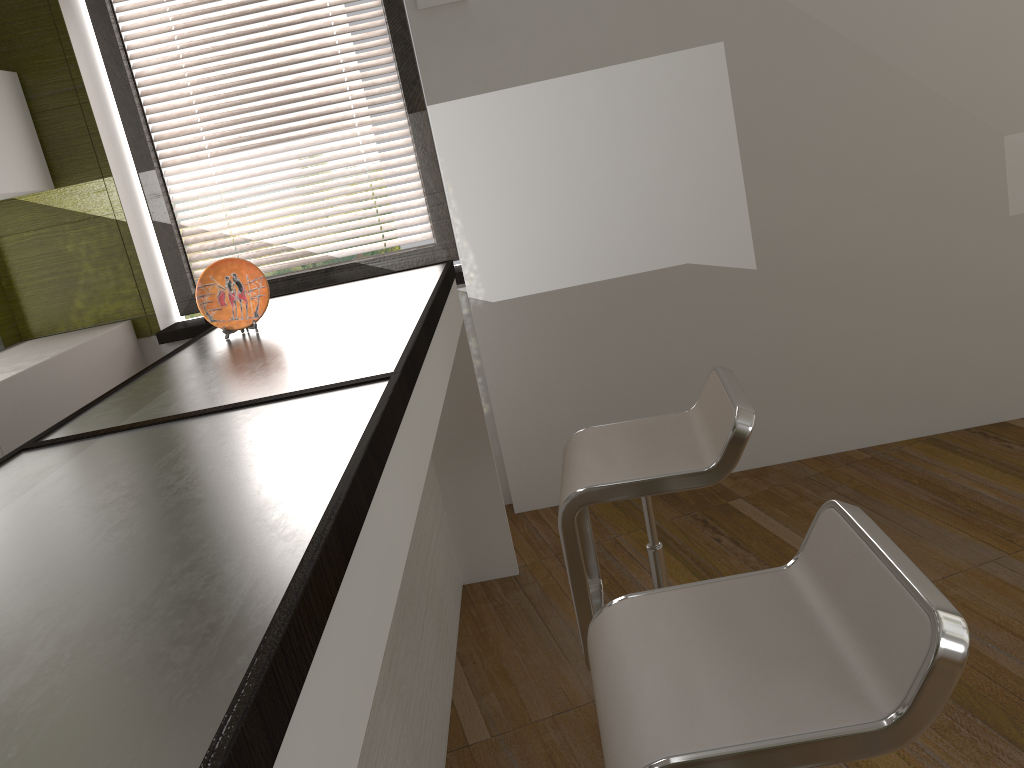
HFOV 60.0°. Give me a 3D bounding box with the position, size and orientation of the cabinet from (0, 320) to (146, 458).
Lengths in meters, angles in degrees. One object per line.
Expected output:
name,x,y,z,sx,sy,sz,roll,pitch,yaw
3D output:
cabinet,-1.630,0.686,2.268,0.465,1.086,2.940,-11,15,3

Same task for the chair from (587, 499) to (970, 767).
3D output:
chair,0.376,0.656,1.292,0.460,0.857,0.418,-11,15,3

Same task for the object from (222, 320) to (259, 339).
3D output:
object,-0.691,-0.190,2.232,0.088,0.131,0.072,-12,15,-2

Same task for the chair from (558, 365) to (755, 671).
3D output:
chair,0.369,0.435,2.109,0.460,0.857,0.418,-10,15,8

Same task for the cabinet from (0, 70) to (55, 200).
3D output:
cabinet,-1.847,0.305,1.888,0.724,2.089,3.471,-11,15,3

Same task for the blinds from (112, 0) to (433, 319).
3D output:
blinds,-4.293,-3.688,5.871,9.030,12.704,16.000,1,20,40

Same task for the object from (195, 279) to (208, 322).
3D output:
object,-1.195,-0.346,3.553,0.106,0.169,0.057,-12,15,-3

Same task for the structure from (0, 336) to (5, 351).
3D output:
structure,-2.003,-0.266,3.045,0.015,0.469,0.663,-11,15,3

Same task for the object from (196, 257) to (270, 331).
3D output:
object,-0.700,-0.225,2.223,0.184,0.178,0.055,-12,15,-1

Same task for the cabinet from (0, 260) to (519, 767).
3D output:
cabinet,-0.395,0.581,1.619,0.663,1.134,2.947,-11,15,3

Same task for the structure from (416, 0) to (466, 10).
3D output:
structure,-0.260,-1.429,3.119,0.180,0.180,0.026,-11,15,3
